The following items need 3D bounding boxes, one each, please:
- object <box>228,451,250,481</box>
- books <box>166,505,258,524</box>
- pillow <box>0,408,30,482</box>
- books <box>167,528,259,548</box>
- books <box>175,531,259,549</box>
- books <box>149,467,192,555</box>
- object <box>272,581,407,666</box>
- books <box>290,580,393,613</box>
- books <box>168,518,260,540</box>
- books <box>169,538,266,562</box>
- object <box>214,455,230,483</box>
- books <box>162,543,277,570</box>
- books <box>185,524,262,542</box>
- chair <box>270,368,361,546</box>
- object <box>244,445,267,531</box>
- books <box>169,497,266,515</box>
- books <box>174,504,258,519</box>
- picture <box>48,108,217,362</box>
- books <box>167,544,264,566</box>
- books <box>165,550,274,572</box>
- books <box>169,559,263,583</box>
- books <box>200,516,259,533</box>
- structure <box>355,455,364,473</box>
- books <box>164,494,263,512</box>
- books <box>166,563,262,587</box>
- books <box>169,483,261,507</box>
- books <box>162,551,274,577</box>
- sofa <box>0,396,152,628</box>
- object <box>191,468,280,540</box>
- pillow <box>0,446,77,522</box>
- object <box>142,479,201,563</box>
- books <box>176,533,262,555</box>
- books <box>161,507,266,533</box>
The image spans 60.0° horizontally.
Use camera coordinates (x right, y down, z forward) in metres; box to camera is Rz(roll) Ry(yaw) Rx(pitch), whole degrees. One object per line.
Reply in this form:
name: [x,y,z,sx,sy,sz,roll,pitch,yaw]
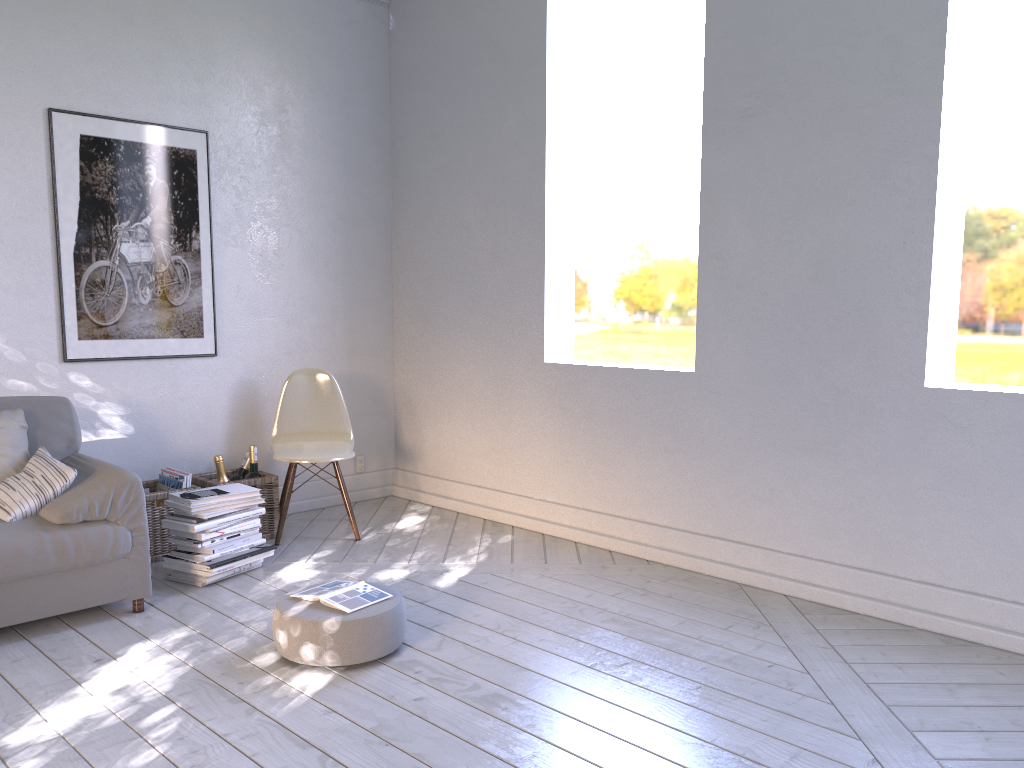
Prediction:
object: [-1.205,0.469,3.804,0.095,0.334,0.284,3,7,24]
books: [-1.093,0.465,3.238,0.159,0.012,0.285,3,6,30]
pillow: [-1.764,0.248,2.782,0.490,0.315,0.150,-6,9,-45]
books: [-1.088,0.550,3.241,0.159,0.012,0.285,3,6,30]
books: [-1.082,0.561,3.254,0.160,0.012,0.254,3,6,30]
books: [-1.414,0.505,3.522,0.205,0.308,0.220,-6,9,-44]
object: [-0.493,0.678,2.546,0.375,0.136,0.376,4,6,33]
books: [-0.489,0.597,2.540,0.237,0.024,0.175,4,6,35]
books: [-1.086,0.520,3.245,0.173,0.021,0.273,3,6,30]
books: [-1.072,0.594,3.239,0.182,0.016,0.288,3,6,30]
object: [-1.169,0.468,3.666,0.127,0.363,0.094,-7,10,-44]
books: [-1.060,0.613,3.227,0.250,0.012,0.311,3,6,30]
books: [-1.075,0.536,3.258,0.160,0.013,0.256,4,6,35]
chair: [-0.849,0.296,3.815,0.367,0.709,0.413,-2,7,-16]
object: [-1.087,0.447,3.746,0.095,0.379,0.094,-1,7,-9]
books: [-1.082,0.437,3.259,0.181,0.016,0.288,5,7,44]
books: [-1.078,0.452,3.241,0.160,0.012,0.254,3,6,30]
picture: [-1.520,-0.580,3.611,0.629,0.961,0.019,-6,10,-44]
books: [-1.081,0.610,3.235,0.182,0.016,0.288,4,6,35]
books: [-1.063,0.625,3.237,0.231,0.014,0.307,3,6,27]
books: [-1.083,0.674,3.256,0.182,0.016,0.288,3,6,25]
books: [-1.075,0.503,3.243,0.160,0.013,0.253,3,6,25]
structure: [-0.770,0.406,4.488,0.049,0.083,0.019,-6,10,-44]
books: [-1.089,0.422,3.242,0.181,0.016,0.288,4,7,40]
books: [-1.097,0.688,3.268,0.182,0.016,0.288,3,6,30]
books: [-1.084,0.403,3.241,0.173,0.021,0.273,5,7,44]
books: [-1.068,0.639,3.236,0.231,0.014,0.313,3,6,29]
sofa: [-2.053,0.432,2.408,1.866,0.686,0.761,-5,8,-44]
object: [-1.179,0.519,3.756,0.276,0.272,0.274,-6,9,-44]
pillow: [-1.536,0.327,2.797,0.311,0.222,0.213,6,8,43]
object: [-1.423,0.540,3.516,0.276,0.272,0.274,-6,9,-44]
books: [-1.072,0.576,3.253,0.167,0.018,0.262,3,6,25]
books: [-1.085,0.486,3.234,0.175,0.025,0.330,3,6,30]
